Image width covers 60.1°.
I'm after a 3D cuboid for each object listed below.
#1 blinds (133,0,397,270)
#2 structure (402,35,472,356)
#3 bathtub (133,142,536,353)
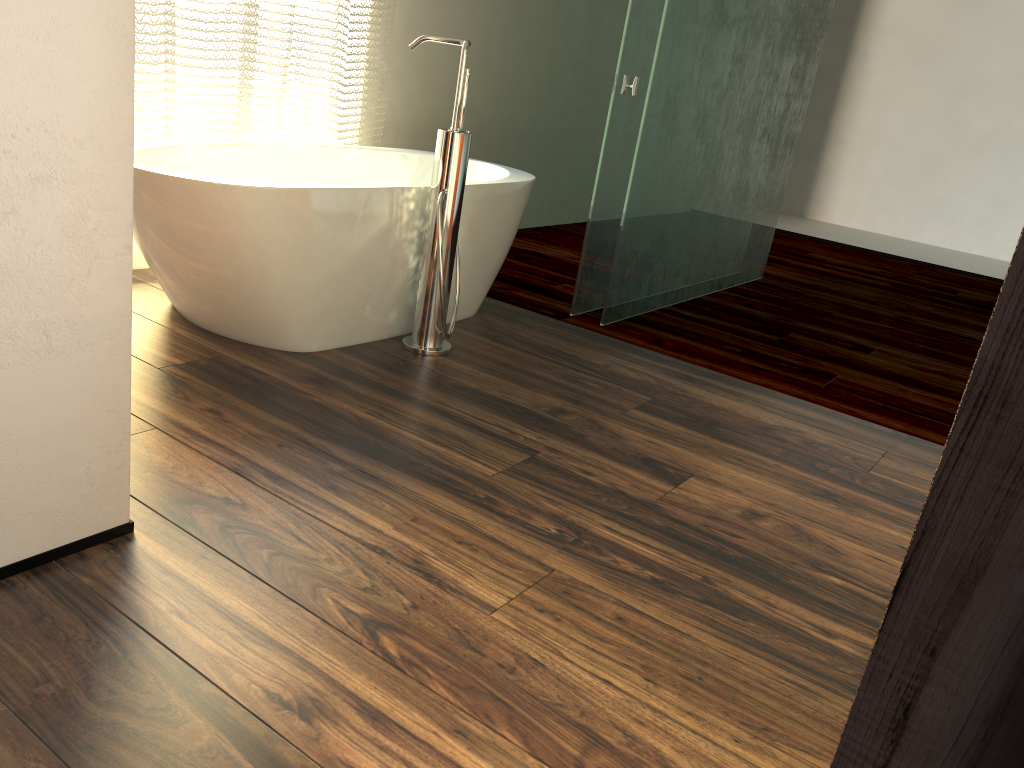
[{"bbox_3d":[-1.027,-1.488,2.701,0.185,2.343,2.077,22,23,30],"label":"blinds"},{"bbox_3d":[-0.205,-0.519,2.554,0.241,0.899,0.279,3,21,-17],"label":"structure"},{"bbox_3d":[-0.568,-0.487,2.939,0.781,0.486,1.583,21,23,30],"label":"bathtub"}]
